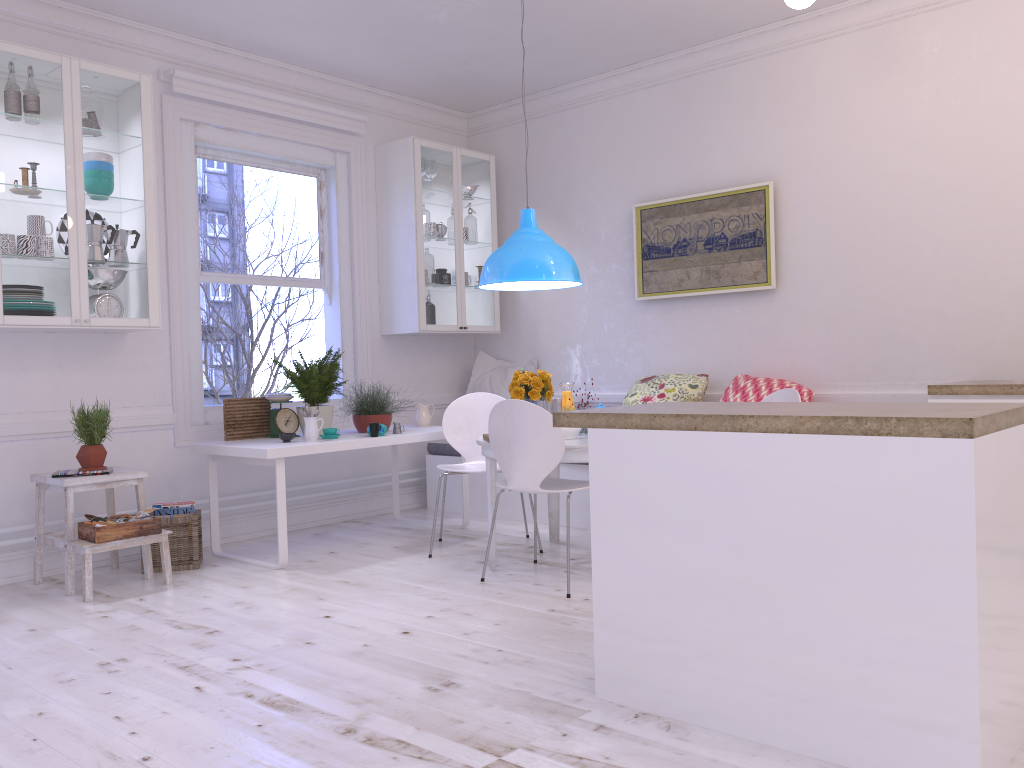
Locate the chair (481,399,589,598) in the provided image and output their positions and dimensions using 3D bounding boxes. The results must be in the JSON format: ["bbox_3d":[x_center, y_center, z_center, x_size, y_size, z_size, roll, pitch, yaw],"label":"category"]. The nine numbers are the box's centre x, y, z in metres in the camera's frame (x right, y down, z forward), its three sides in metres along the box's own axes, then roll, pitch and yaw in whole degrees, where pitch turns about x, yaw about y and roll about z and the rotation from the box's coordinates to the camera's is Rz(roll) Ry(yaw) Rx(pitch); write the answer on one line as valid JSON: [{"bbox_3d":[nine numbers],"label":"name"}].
[{"bbox_3d":[0.170,0.480,4.064,0.604,0.845,0.483,-1,1,41],"label":"chair"}]

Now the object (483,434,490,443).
[{"bbox_3d":[-0.011,0.261,4.295,0.224,0.024,0.347,-2,1,-9],"label":"object"}]

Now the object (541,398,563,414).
[{"bbox_3d":[0.207,0.167,4.604,0.101,0.186,0.122,-2,1,-19],"label":"object"}]

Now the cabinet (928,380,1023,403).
[{"bbox_3d":[2.519,0.409,3.969,1.036,0.842,0.654,-1,1,41],"label":"cabinet"}]

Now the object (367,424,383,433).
[{"bbox_3d":[-0.771,0.256,4.995,0.080,0.058,0.069,-1,1,14],"label":"object"}]

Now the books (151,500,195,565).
[{"bbox_3d":[-1.776,0.782,4.638,0.221,0.306,0.205,-2,1,-15],"label":"books"}]

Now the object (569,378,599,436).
[{"bbox_3d":[0.375,0.114,4.465,0.128,0.287,0.128,-1,1,43],"label":"object"}]

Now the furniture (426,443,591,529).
[{"bbox_3d":[0.843,0.601,5.405,3.296,0.508,0.769,-1,1,41],"label":"furniture"}]

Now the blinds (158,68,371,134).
[{"bbox_3d":[-1.471,-1.733,5.507,0.136,0.131,1.451,-1,1,41],"label":"blinds"}]

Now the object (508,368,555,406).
[{"bbox_3d":[0.098,0.090,4.495,0.235,0.351,0.234,-2,1,6],"label":"object"}]

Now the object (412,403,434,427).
[{"bbox_3d":[-0.574,0.198,5.695,0.115,0.152,0.127,-1,1,24],"label":"object"}]

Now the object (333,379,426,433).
[{"bbox_3d":[-0.836,0.122,5.352,0.668,0.367,0.531,-2,1,-24],"label":"object"}]

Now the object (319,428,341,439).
[{"bbox_3d":[-1.005,0.274,4.899,0.121,0.055,0.121,-2,1,-8],"label":"object"}]

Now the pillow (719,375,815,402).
[{"bbox_3d":[1.416,0.160,5.076,0.587,0.424,0.491,-1,2,44],"label":"pillow"}]

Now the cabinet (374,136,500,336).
[{"bbox_3d":[-0.508,-1.013,6.358,0.425,1.311,0.823,-1,1,41],"label":"cabinet"}]

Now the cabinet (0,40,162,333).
[{"bbox_3d":[-2.241,-0.923,4.396,0.425,1.311,0.823,-1,1,41],"label":"cabinet"}]

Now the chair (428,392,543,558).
[{"bbox_3d":[-0.162,0.474,4.884,0.604,0.845,0.483,-2,1,-3],"label":"chair"}]

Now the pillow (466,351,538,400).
[{"bbox_3d":[-0.098,0.069,6.559,0.677,0.642,0.374,-2,1,12],"label":"pillow"}]

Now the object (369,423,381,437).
[{"bbox_3d":[-0.761,0.255,4.916,0.055,0.077,0.070,-2,1,-23],"label":"object"}]

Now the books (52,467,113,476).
[{"bbox_3d":[-2.046,0.417,4.234,0.246,0.007,0.180,-2,1,-19],"label":"books"}]

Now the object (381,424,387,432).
[{"bbox_3d":[-0.757,0.249,5.030,0.082,0.059,0.069,-1,1,19],"label":"object"}]

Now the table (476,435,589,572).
[{"bbox_3d":[0.397,0.572,4.464,1.140,0.629,1.140,-2,1,-20],"label":"table"}]

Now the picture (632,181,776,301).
[{"bbox_3d":[1.171,-0.869,5.518,0.971,0.629,0.020,-1,1,41],"label":"picture"}]

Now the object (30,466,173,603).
[{"bbox_3d":[-1.977,0.696,4.260,0.599,0.534,0.418,-1,1,41],"label":"object"}]

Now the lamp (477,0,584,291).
[{"bbox_3d":[0.067,-1.493,4.699,0.568,1.948,0.568,-2,1,-14],"label":"lamp"}]

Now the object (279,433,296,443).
[{"bbox_3d":[-1.200,0.287,4.727,0.082,0.048,0.079,-2,1,1],"label":"object"}]

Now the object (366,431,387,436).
[{"bbox_3d":[-0.763,0.281,5.009,0.121,0.021,0.121,-2,1,-8],"label":"object"}]

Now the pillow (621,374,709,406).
[{"bbox_3d":[0.905,0.163,5.531,0.509,0.447,0.592,-3,1,-44],"label":"pillow"}]

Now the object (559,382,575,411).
[{"bbox_3d":[0.295,0.123,4.666,0.094,0.267,0.116,-2,1,-22],"label":"object"}]

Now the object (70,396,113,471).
[{"bbox_3d":[-2.010,0.227,4.264,0.196,0.367,0.186,-2,1,-4],"label":"object"}]

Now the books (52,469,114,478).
[{"bbox_3d":[-2.046,0.425,4.235,0.246,0.011,0.180,-2,1,-19],"label":"books"}]

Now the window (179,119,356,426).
[{"bbox_3d":[-1.572,-0.663,5.660,0.181,1.782,1.234,-1,1,41],"label":"window"}]

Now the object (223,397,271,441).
[{"bbox_3d":[-1.509,0.197,5.071,0.028,0.237,0.294,-1,1,41],"label":"object"}]

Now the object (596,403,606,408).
[{"bbox_3d":[0.467,0.176,4.609,0.150,0.151,0.156,-1,2,45],"label":"object"}]

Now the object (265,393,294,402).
[{"bbox_3d":[-1.340,0.078,5.118,0.164,0.047,0.163,-2,1,1],"label":"object"}]

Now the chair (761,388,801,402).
[{"bbox_3d":[1.096,0.450,4.153,0.483,0.845,0.604,-2,1,-14],"label":"chair"}]

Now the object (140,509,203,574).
[{"bbox_3d":[-1.772,0.816,4.626,0.276,0.270,0.276,-2,1,-15],"label":"object"}]

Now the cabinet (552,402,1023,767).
[{"bbox_3d":[0.789,0.489,2.556,1.167,0.842,0.654,-1,1,41],"label":"cabinet"}]

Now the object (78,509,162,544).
[{"bbox_3d":[-1.813,0.653,4.134,0.211,0.110,0.358,-1,2,44],"label":"object"}]

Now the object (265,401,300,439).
[{"bbox_3d":[-1.325,0.205,5.117,0.185,0.208,0.159,-1,1,41],"label":"object"}]

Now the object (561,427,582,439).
[{"bbox_3d":[0.264,0.238,4.300,0.147,0.052,0.147,-2,1,-6],"label":"object"}]

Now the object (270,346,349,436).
[{"bbox_3d":[-1.148,0.037,5.146,0.368,0.527,0.438,-1,1,42],"label":"object"}]

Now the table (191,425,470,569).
[{"bbox_3d":[-0.965,0.606,5.158,0.736,0.619,1.514,-1,1,41],"label":"table"}]

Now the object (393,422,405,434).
[{"bbox_3d":[-0.659,0.253,5.128,0.052,0.067,0.066,-1,1,42],"label":"object"}]
